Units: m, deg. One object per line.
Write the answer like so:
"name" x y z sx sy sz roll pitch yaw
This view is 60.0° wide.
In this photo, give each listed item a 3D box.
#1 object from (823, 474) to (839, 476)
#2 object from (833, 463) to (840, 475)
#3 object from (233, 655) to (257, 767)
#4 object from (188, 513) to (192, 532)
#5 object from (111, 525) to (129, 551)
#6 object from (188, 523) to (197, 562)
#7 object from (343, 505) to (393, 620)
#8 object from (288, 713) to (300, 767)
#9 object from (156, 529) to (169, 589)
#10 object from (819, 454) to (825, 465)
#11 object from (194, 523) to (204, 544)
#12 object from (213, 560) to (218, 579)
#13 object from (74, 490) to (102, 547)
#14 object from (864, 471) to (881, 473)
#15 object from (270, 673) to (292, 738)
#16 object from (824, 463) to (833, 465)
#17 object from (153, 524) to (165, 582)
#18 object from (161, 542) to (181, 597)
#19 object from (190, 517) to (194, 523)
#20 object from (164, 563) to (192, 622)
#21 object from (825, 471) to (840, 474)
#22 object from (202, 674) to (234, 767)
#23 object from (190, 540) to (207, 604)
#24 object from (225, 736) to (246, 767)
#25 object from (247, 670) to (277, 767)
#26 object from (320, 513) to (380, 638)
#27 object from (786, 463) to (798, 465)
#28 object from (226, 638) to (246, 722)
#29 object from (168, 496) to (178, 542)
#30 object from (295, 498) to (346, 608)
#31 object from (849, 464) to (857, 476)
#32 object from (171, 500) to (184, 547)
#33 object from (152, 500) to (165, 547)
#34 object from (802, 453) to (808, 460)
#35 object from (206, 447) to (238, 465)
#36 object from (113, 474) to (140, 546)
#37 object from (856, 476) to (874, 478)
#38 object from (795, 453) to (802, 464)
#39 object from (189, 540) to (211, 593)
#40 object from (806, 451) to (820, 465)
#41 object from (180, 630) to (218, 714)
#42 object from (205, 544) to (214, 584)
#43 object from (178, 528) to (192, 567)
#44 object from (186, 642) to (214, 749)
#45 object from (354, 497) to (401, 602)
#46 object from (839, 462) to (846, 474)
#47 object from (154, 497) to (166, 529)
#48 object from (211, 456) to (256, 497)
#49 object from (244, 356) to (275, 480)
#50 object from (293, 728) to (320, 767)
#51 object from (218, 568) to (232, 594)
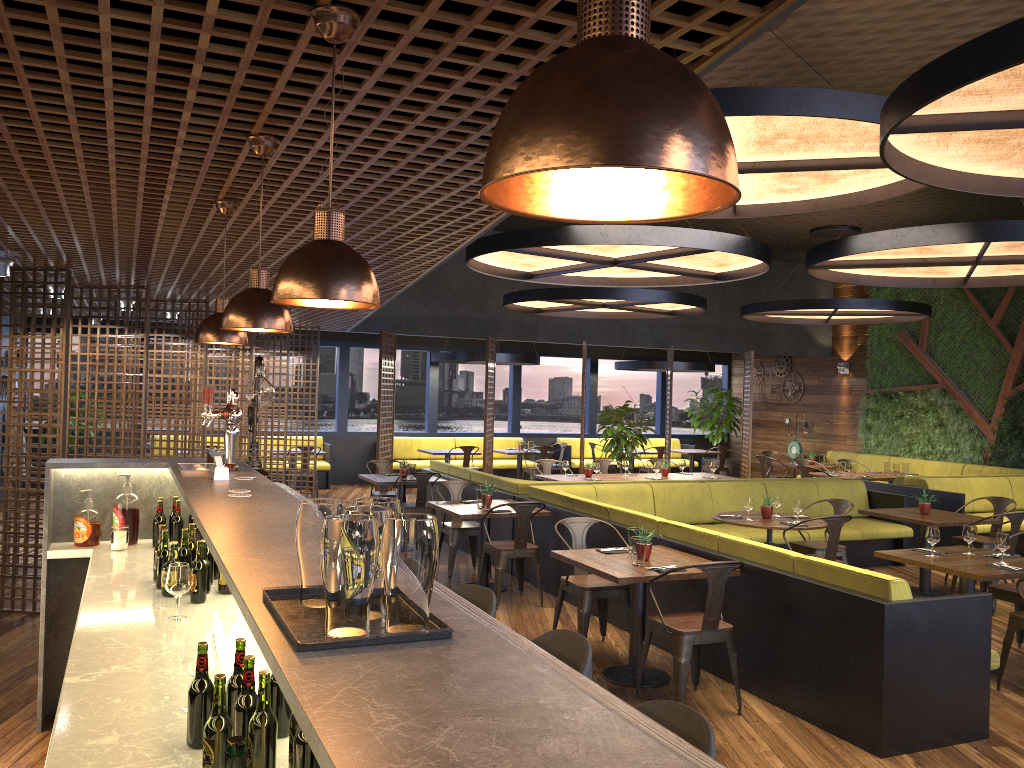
"object" 4.610 1.317 12.846 0.157 0.019 0.255 2 -1 -24
"object" 4.736 1.241 12.957 0.102 0.178 0.102 2 -1 -38
"object" -0.626 0.772 2.101 0.063 0.254 0.063 2 -1 -31
"object" -1.807 0.765 5.049 0.063 0.254 0.063 1 -1 39
"object" -2.085 0.819 4.714 0.088 0.123 0.088 2 -1 -18
"object" -1.470 0.765 4.060 0.063 0.254 0.063 1 -1 39
"object" -0.280 0.343 1.709 0.105 0.209 0.105 2 -1 11
"object" -0.477 0.776 2.031 0.063 0.254 0.063 2 -1 4
"object" -1.516 0.762 3.865 0.063 0.254 0.063 1 -1 29
"object" 5.211 1.273 14.915 0.102 0.178 0.102 2 -1 12
"object" -1.651 0.767 4.681 0.063 0.254 0.063 1 -1 39
"object" -1.374 0.768 4.084 0.063 0.254 0.063 2 -1 -26
"object" -2.301 0.724 4.813 0.133 0.301 0.133 2 -1 -18
"object" 5.557 1.351 13.615 0.157 0.019 0.255 2 -1 -24
"object" -0.595 0.775 2.283 0.063 0.254 0.063 2 -1 -21
"object" 5.334 1.357 15.025 0.157 0.019 0.255 2 -1 -24
"object" -1.582 0.762 4.001 0.063 0.254 0.063 1 -1 19
"object" -1.429 0.779 3.738 0.088 0.224 0.088 1 -1 21
"object" -1.748 0.765 4.915 0.063 0.254 0.063 1 -1 39
"object" -1.269 0.789 3.372 0.097 0.206 0.097 2 -1 8
"object" 4.789 1.326 13.278 0.157 0.019 0.255 2 -1 -24
"object" -0.648 0.770 1.959 0.063 0.254 0.063 2 -1 -21
"object" -1.282 0.767 3.633 0.063 0.254 0.063 2 -1 -36
"object" -0.527 0.786 1.684 0.088 0.224 0.088 2 -1 6
"object" -0.560 0.773 1.993 0.063 0.254 0.063 2 -1 4
"object" -0.291 0.342 1.586 0.105 0.209 0.105 2 -1 11
"object" 4.700 1.337 14.830 0.157 0.019 0.255 2 -1 -24
"object" -0.690 0.772 2.244 0.063 0.254 0.063 1 -1 39
"object" -1.903 0.762 5.008 0.063 0.254 0.063 1 -1 19
"object" -0.386 0.341 1.794 0.105 0.209 0.105 2 -1 11
"object" 4.937 1.246 12.838 0.102 0.178 0.102 2 -1 12
"object" -1.832 0.762 4.855 0.063 0.254 0.063 2 -1 -31
"object" -1.921 0.759 4.827 0.063 0.254 0.063 2 -1 -36
"object" 4.982 1.267 15.094 0.102 0.178 0.102 2 -1 12
"object" -1.581 0.392 4.836 0.177 0.091 0.091 1 -1 41
"object" -2.110 0.688 4.858 0.133 0.385 0.133 2 -1 16
"object" 5.045 1.328 12.713 0.255 0.019 0.157 2 -1 -24
"object" 4.826 1.262 14.941 0.102 0.178 0.102 2 -1 -38
"object" -1.333 0.782 3.797 0.088 0.224 0.088 2 -1 6
"object" 5.035 1.221 14.905 0.238 0.271 0.260 2 -1 -2
"object" -0.865 0.792 2.451 0.097 0.206 0.097 1 -1 26
"object" -1.364 0.768 3.959 0.063 0.254 0.063 2 -1 -21
"object" -1.447 0.765 3.913 0.063 0.254 0.063 2 -1 4
"object" -0.771 0.769 2.202 0.063 0.254 0.063 2 -1 -26
"object" -0.284 0.345 1.847 0.105 0.209 0.105 2 -1 11
"object" 4.920 1.249 13.202 0.102 0.178 0.102 2 -1 -38
"object" -1.965 0.760 4.949 0.063 0.254 0.063 2 -1 -31
"object" -1.158 0.388 3.821 0.200 0.106 0.766 2 -1 -24
"object" -1.858 0.272 6.432 0.263 0.944 0.566 2 -1 -31
"object" -0.439 0.776 1.914 0.063 0.254 0.063 2 -1 -16
"object" -1.217 0.785 3.817 0.088 0.224 0.088 2 -1 -29
